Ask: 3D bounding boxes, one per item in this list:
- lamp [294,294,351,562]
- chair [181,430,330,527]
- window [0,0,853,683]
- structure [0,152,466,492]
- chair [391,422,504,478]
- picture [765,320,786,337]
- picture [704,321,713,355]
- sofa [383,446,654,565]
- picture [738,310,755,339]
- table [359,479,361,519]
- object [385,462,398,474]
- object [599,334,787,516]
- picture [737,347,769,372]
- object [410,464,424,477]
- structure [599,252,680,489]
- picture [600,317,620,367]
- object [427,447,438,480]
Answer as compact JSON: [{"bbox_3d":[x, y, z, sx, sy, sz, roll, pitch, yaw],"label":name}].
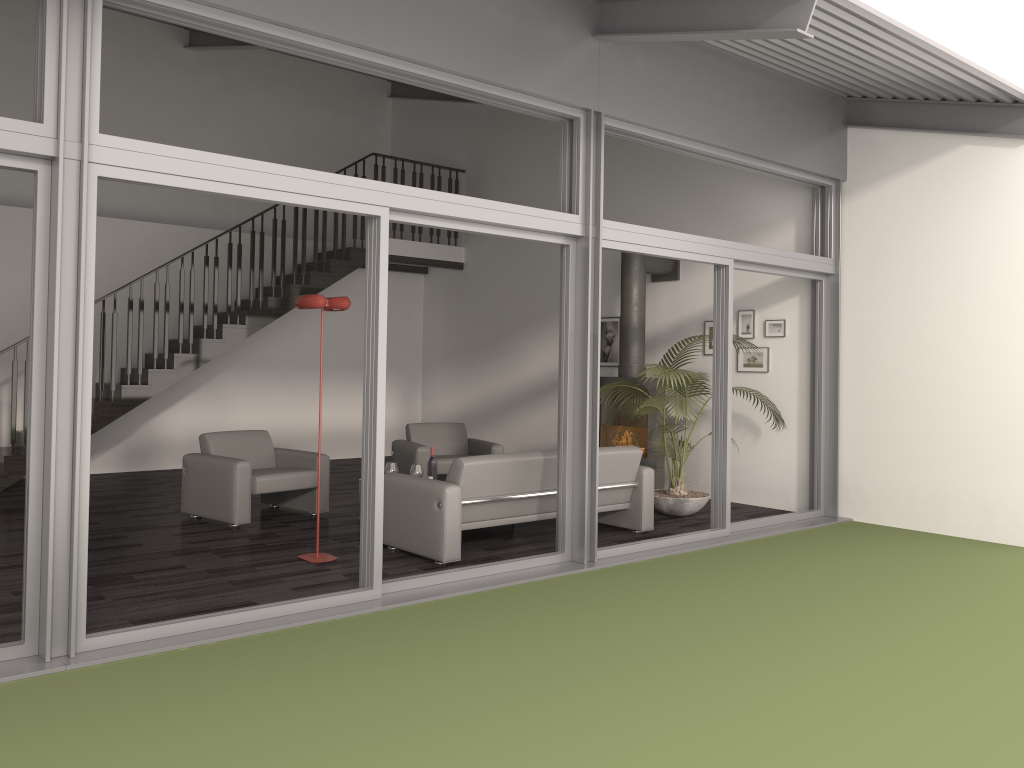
[{"bbox_3d":[-1.312,0.291,6.056,0.353,1.789,0.365,2,-1,-40],"label":"lamp"},{"bbox_3d":[-2.189,0.784,7.666,0.910,0.718,0.963,1,0,40],"label":"chair"},{"bbox_3d":[-0.750,-0.516,5.013,9.741,3.473,0.385,0,0,-40],"label":"window"},{"bbox_3d":[-3.135,-0.990,11.104,6.340,4.097,1.000,1,0,-40],"label":"structure"},{"bbox_3d":[-0.663,0.781,9.146,0.963,0.718,0.910,1,0,-25],"label":"chair"},{"bbox_3d":[2.554,-0.539,8.595,0.015,0.166,0.221,2,0,-40],"label":"picture"},{"bbox_3d":[2.101,-0.474,9.131,0.015,0.352,0.288,2,-1,-40],"label":"picture"},{"bbox_3d":[0.072,0.839,6.840,2.114,0.718,0.902,0,1,-40],"label":"sofa"},{"bbox_3d":[2.341,-0.594,8.850,0.015,0.280,0.191,2,-1,-40],"label":"picture"},{"bbox_3d":[-0.935,0.990,7.435,0.400,0.342,0.680,1,1,-40],"label":"table"},{"bbox_3d":[-1.016,0.739,7.472,0.116,0.156,0.116,1,0,-31],"label":"object"},{"bbox_3d":[1.394,0.361,8.201,1.718,1.667,2.118,1,0,45],"label":"object"},{"bbox_3d":[2.389,-0.240,8.779,0.015,0.245,0.359,2,0,-40],"label":"picture"},{"bbox_3d":[-0.790,0.745,7.361,0.116,0.156,0.116,1,0,41],"label":"object"},{"bbox_3d":[1.532,-0.169,9.550,1.115,2.676,0.818,2,-1,-40],"label":"structure"},{"bbox_3d":[1.123,-0.488,10.296,0.026,0.578,0.394,2,-1,-40],"label":"picture"},{"bbox_3d":[-0.692,0.733,7.699,0.093,0.371,0.093,2,-1,-41],"label":"object"}]
